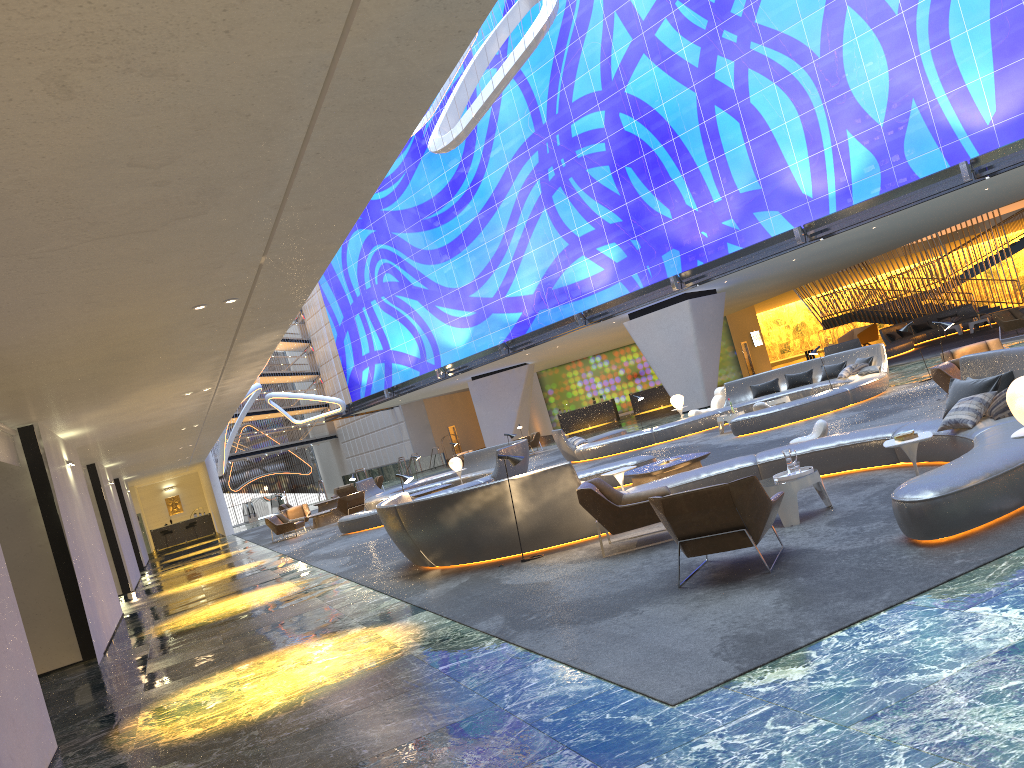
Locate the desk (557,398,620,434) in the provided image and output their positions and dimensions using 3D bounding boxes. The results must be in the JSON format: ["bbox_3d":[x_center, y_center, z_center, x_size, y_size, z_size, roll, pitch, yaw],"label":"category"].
[{"bbox_3d":[3.988,1.690,46.215,2.985,1.097,0.812,-16,-1,17],"label":"desk"}]

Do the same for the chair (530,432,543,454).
[{"bbox_3d":[0.716,2.425,35.860,0.937,0.766,0.932,-16,-1,-14],"label":"chair"}]

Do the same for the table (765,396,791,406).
[{"bbox_3d":[6.066,0.555,20.434,0.673,0.406,0.671,-16,-1,-3],"label":"table"}]

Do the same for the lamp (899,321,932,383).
[{"bbox_3d":[8.533,-0.669,18.756,0.385,1.300,0.201,-16,0,22],"label":"lamp"}]

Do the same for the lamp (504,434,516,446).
[{"bbox_3d":[0.086,1.859,22.574,0.384,1.300,0.202,-16,0,-5],"label":"lamp"}]

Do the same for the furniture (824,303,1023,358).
[{"bbox_3d":[14.531,-1.719,33.358,9.918,0.969,5.192,-16,-2,-5],"label":"furniture"}]

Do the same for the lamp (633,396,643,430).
[{"bbox_3d":[3.648,0.925,24.722,0.386,1.300,0.201,-16,0,44],"label":"lamp"}]

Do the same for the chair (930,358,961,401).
[{"bbox_3d":[6.291,0.008,11.928,0.925,0.766,0.943,-15,-2,-44],"label":"chair"}]

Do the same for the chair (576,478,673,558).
[{"bbox_3d":[1.265,1.350,9.547,0.940,0.766,0.928,-16,-1,11],"label":"chair"}]

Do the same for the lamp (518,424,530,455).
[{"bbox_3d":[0.443,2.176,34.538,0.201,1.300,0.384,-16,0,-6],"label":"lamp"}]

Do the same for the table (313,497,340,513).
[{"bbox_3d":[-7.433,4.930,36.075,1.202,0.392,1.204,-16,-2,-4],"label":"table"}]

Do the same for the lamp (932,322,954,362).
[{"bbox_3d":[7.073,-0.411,14.294,0.385,1.300,0.201,-16,0,31],"label":"lamp"}]

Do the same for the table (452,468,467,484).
[{"bbox_3d":[-1.412,2.711,24.812,0.416,0.595,0.429,-16,-1,-23],"label":"table"}]

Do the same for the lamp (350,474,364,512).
[{"bbox_3d":[-4.589,3.319,26.405,0.201,1.300,0.384,-16,0,-6],"label":"lamp"}]

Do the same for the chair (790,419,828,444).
[{"bbox_3d":[4.083,0.776,12.060,0.587,0.501,0.490,-16,-1,12],"label":"chair"}]

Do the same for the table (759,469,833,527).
[{"bbox_3d":[2.671,1.103,8.581,0.668,0.406,0.676,-15,-2,-26],"label":"table"}]

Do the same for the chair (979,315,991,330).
[{"bbox_3d":[17.410,-2.281,32.726,0.490,0.501,0.587,-16,-1,-5],"label":"chair"}]

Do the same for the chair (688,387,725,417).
[{"bbox_3d":[5.399,0.626,24.112,1.156,0.882,0.729,-16,-1,-3],"label":"chair"}]

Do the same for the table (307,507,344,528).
[{"bbox_3d":[-5.749,4.157,27.616,1.199,0.392,1.207,-15,-2,-22],"label":"table"}]

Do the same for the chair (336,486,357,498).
[{"bbox_3d":[-6.289,4.373,34.750,0.933,0.766,0.935,-16,-1,30],"label":"chair"}]

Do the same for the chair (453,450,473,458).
[{"bbox_3d":[-1.887,3.191,36.672,0.927,0.766,0.941,-16,-1,-16],"label":"chair"}]

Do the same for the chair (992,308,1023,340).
[{"bbox_3d":[13.847,-1.703,24.294,0.926,0.766,0.942,-15,-1,-24],"label":"chair"}]

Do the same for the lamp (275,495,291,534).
[{"bbox_3d":[-7.315,4.164,28.465,0.384,1.300,0.202,-16,0,-5],"label":"lamp"}]

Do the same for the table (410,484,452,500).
[{"bbox_3d":[-2.153,2.989,23.372,1.199,0.392,1.207,-15,-2,-22],"label":"table"}]

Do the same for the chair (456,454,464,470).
[{"bbox_3d":[-1.599,3.022,34.153,0.940,0.766,0.928,-16,-1,11],"label":"chair"}]

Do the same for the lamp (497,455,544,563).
[{"bbox_3d":[0.112,1.428,10.448,0.383,1.300,0.202,-16,0,-22],"label":"lamp"}]

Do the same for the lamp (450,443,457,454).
[{"bbox_3d":[-2.284,3.022,36.599,0.384,1.300,0.202,-16,0,-5],"label":"lamp"}]

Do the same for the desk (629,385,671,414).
[{"bbox_3d":[7.724,0.633,46.273,2.984,1.097,0.812,-16,-1,15],"label":"desk"}]

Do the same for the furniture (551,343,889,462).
[{"bbox_3d":[4.875,0.634,22.335,5.165,0.969,9.970,-15,-2,-30],"label":"furniture"}]

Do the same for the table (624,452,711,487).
[{"bbox_3d":[2.301,1.368,13.140,1.199,0.392,1.207,-15,-2,-22],"label":"table"}]

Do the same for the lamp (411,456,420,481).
[{"bbox_3d":[-3.149,3.040,30.108,0.384,1.300,0.202,-16,0,-5],"label":"lamp"}]

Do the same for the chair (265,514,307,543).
[{"bbox_3d":[-6.631,4.164,26.020,0.940,0.766,0.928,-16,-1,11],"label":"chair"}]

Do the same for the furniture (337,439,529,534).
[{"bbox_3d":[-2.147,2.738,25.541,5.181,0.969,9.940,-16,-2,-5],"label":"furniture"}]

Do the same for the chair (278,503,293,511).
[{"bbox_3d":[-8.679,5.068,35.263,0.939,0.766,0.929,-16,-1,3],"label":"chair"}]

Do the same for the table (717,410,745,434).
[{"bbox_3d":[4.833,0.876,19.625,0.674,0.406,0.671,-17,-2,30],"label":"table"}]

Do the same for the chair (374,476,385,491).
[{"bbox_3d":[-5.733,4.281,36.627,0.936,0.766,0.932,-15,-1,-20],"label":"chair"}]

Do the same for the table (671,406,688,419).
[{"bbox_3d":[4.745,0.962,24.718,0.429,0.595,0.416,-16,-1,42],"label":"table"}]

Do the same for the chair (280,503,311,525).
[{"bbox_3d":[-6.918,4.334,28.539,0.927,0.766,0.941,-16,-1,-16],"label":"chair"}]

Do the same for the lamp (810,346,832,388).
[{"bbox_3d":[7.295,-0.247,20.798,0.382,1.300,0.202,-16,0,-29],"label":"lamp"}]

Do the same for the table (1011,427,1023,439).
[{"bbox_3d":[3.789,0.595,6.211,0.429,0.595,0.416,-16,-1,42],"label":"table"}]

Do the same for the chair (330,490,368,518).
[{"bbox_3d":[-4.741,3.630,26.067,0.925,0.766,0.943,-15,-1,-38],"label":"chair"}]

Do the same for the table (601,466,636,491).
[{"bbox_3d":[1.484,1.434,11.753,0.416,0.595,0.429,-16,-1,-26],"label":"table"}]

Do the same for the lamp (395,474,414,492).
[{"bbox_3d":[-1.583,2.037,14.104,0.385,1.300,0.201,-16,0,27],"label":"lamp"}]

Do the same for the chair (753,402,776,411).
[{"bbox_3d":[5.886,0.540,19.940,0.588,0.501,1.778,-17,-2,32],"label":"chair"}]

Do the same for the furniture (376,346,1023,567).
[{"bbox_3d":[1.587,1.166,10.905,5.167,0.969,9.966,-15,-2,-26],"label":"furniture"}]

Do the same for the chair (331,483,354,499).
[{"bbox_3d":[-7.114,4.705,37.572,0.930,0.766,0.938,-16,-1,5],"label":"chair"}]

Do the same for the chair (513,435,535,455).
[{"bbox_3d":[0.290,2.488,34.200,0.925,0.766,0.943,-15,-1,-38],"label":"chair"}]

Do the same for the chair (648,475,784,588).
[{"bbox_3d":[1.712,1.142,7.239,0.933,0.766,0.935,-16,-1,28],"label":"chair"}]

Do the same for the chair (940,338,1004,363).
[{"bbox_3d":[7.452,-0.244,14.160,0.932,0.766,0.936,-16,-1,19],"label":"chair"}]
